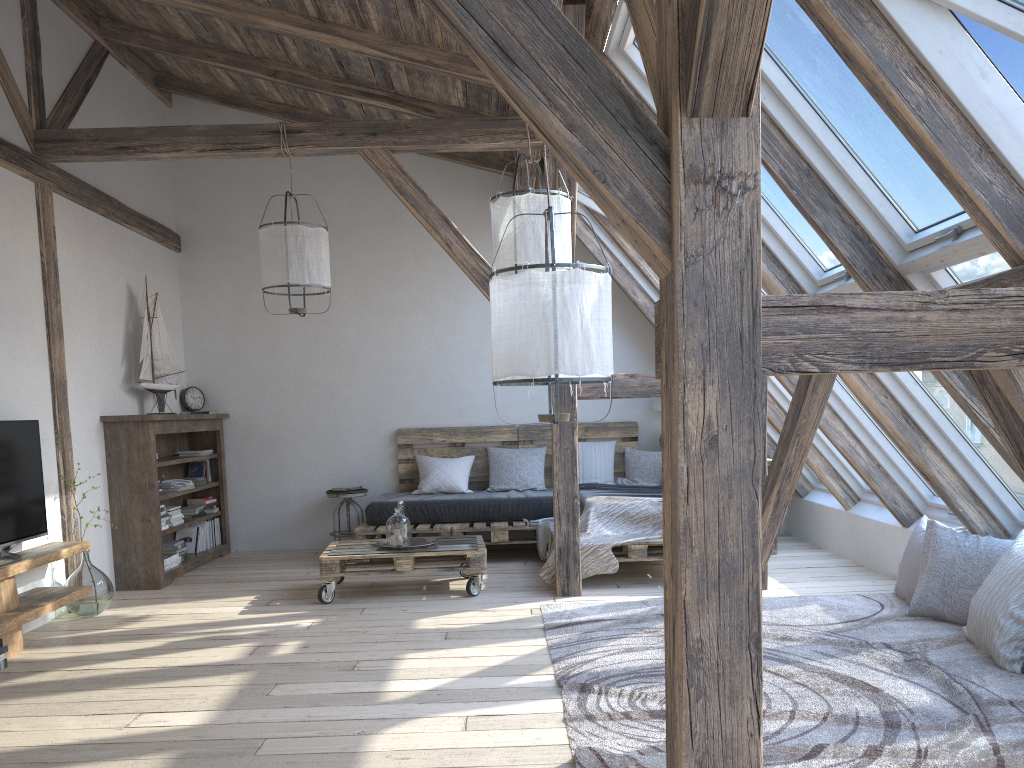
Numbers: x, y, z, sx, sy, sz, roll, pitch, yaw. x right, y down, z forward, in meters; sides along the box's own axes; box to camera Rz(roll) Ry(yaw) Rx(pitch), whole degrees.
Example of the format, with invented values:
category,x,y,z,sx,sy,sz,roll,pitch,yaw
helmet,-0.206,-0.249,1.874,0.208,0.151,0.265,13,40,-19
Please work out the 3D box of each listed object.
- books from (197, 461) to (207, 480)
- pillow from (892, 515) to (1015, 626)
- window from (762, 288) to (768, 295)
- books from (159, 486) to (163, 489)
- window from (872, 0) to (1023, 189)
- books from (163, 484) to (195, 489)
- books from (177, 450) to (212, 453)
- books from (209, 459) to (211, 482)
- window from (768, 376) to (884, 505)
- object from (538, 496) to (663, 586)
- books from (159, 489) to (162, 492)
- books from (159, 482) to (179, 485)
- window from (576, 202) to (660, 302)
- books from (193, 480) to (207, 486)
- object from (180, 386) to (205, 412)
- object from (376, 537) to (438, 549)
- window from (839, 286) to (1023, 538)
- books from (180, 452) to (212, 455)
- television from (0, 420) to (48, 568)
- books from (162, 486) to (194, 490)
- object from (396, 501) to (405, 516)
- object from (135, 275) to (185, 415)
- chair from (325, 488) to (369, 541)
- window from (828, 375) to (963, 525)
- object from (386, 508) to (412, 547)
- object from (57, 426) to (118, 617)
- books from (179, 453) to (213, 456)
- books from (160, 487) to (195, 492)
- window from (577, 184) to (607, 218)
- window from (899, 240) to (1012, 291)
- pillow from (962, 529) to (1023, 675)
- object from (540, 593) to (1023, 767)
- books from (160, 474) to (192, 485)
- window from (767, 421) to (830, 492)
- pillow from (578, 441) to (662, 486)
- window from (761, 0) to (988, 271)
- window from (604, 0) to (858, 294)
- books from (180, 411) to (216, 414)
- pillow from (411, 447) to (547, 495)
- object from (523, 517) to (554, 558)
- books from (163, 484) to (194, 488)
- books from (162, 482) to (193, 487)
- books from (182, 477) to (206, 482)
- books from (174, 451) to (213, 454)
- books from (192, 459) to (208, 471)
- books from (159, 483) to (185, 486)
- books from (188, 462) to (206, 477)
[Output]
category,x,y,z,sx,sy,sz,roll,pitch,yaw
books,-2.560,0.720,7.184,0.139,0.177,0.058,-2,5,-2
pillow,2.240,0.963,4.500,0.435,0.527,1.129,-2,0,-8
window,0.990,-1.013,4.708,1.096,1.288,0.849,-2,3,-1
books,-2.546,0.726,6.088,0.146,0.020,0.207,-2,-2,15
window,1.076,-1.099,1.961,1.406,1.288,0.849,-2,3,-1
books,-2.508,0.764,6.538,0.204,0.009,0.257,-2,-2,1
books,-2.556,0.541,7.097,0.204,0.009,0.257,-2,-2,-4
books,-2.564,0.718,7.283,0.139,0.187,0.020,-2,5,-1
window,2.010,0.180,5.746,1.096,1.288,0.849,-2,3,-1
object,0.677,1.010,5.687,0.811,0.477,1.004,-2,0,29
books,-2.545,0.745,6.098,0.157,0.017,0.218,-2,-2,-1
books,-2.534,0.729,6.499,0.205,0.009,0.257,-2,-2,11
window,0.966,-0.957,6.539,1.096,1.288,0.849,-2,3,-1
books,-2.555,0.787,7.011,0.161,0.031,0.218,-2,-2,2
object,-2.637,0.126,7.270,0.082,0.211,0.203,1,3,35
object,-0.665,1.014,5.589,0.395,0.022,0.393,-2,-2,19
window,2.034,0.124,3.915,1.096,1.288,0.849,-2,3,-1
books,-2.552,0.559,7.121,0.204,0.009,0.257,-1,-2,-9
television,-2.564,0.532,4.253,0.207,0.710,1.097,-2,0,-1
books,-2.510,0.772,6.524,0.204,0.009,0.257,-2,-2,4
object,-0.713,0.890,5.665,0.071,0.270,0.152,-2,4,-1
object,-2.572,-0.271,6.421,0.140,1.000,0.784,-1,3,4
chair,-1.352,1.130,7.277,0.354,0.525,0.351,-2,3,3
window,2.022,0.152,4.831,1.096,1.288,0.849,-2,3,-1
object,-0.710,0.897,5.502,0.155,0.249,0.155,-4,4,-32
object,-2.538,0.806,5.257,0.275,1.130,0.511,-3,4,-14
books,-2.551,0.568,7.107,0.204,0.009,0.257,-2,-2,-6
books,-2.509,0.781,6.517,0.205,0.009,0.257,-2,-2,8
window,1.024,-0.987,5.624,1.350,1.288,0.849,-2,3,-1
window,2.047,0.096,2.999,1.096,1.288,0.849,-2,3,-1
pillow,2.226,0.898,3.507,0.468,0.566,1.266,-2,-1,0
object,1.266,1.167,3.505,2.187,0.057,3.173,-2,-2,0
books,-2.504,0.719,6.555,0.220,0.089,0.260,-1,-1,-21
window,1.998,0.208,6.662,1.096,1.288,0.849,-2,3,-1
pillow,0.836,0.655,7.265,0.968,0.403,0.384,-2,2,16
window,1.014,-1.070,2.876,1.096,1.288,0.849,-2,3,-1
window,1.002,-1.042,3.792,1.096,1.288,0.849,-2,3,-1
books,-2.595,0.241,7.283,0.236,0.025,0.177,-2,-2,-1
pillow,-0.262,0.703,7.224,1.129,0.358,0.348,-2,2,-1
object,0.400,1.125,6.455,0.504,0.279,0.706,-2,-1,-16
books,-2.522,0.755,6.504,0.205,0.009,0.257,-2,-2,16
books,-2.516,0.746,6.515,0.205,0.009,0.257,-2,-2,6
books,-2.551,0.760,7.001,0.150,0.021,0.204,-2,-2,3
books,-2.560,0.550,7.085,0.205,0.009,0.257,-2,-2,6
books,-2.565,0.712,7.209,0.139,0.193,0.050,-2,5,-1
books,-2.529,0.738,6.505,0.205,0.009,0.257,-2,-2,6
books,-2.563,0.721,7.152,0.131,0.174,0.081,-2,4,0
